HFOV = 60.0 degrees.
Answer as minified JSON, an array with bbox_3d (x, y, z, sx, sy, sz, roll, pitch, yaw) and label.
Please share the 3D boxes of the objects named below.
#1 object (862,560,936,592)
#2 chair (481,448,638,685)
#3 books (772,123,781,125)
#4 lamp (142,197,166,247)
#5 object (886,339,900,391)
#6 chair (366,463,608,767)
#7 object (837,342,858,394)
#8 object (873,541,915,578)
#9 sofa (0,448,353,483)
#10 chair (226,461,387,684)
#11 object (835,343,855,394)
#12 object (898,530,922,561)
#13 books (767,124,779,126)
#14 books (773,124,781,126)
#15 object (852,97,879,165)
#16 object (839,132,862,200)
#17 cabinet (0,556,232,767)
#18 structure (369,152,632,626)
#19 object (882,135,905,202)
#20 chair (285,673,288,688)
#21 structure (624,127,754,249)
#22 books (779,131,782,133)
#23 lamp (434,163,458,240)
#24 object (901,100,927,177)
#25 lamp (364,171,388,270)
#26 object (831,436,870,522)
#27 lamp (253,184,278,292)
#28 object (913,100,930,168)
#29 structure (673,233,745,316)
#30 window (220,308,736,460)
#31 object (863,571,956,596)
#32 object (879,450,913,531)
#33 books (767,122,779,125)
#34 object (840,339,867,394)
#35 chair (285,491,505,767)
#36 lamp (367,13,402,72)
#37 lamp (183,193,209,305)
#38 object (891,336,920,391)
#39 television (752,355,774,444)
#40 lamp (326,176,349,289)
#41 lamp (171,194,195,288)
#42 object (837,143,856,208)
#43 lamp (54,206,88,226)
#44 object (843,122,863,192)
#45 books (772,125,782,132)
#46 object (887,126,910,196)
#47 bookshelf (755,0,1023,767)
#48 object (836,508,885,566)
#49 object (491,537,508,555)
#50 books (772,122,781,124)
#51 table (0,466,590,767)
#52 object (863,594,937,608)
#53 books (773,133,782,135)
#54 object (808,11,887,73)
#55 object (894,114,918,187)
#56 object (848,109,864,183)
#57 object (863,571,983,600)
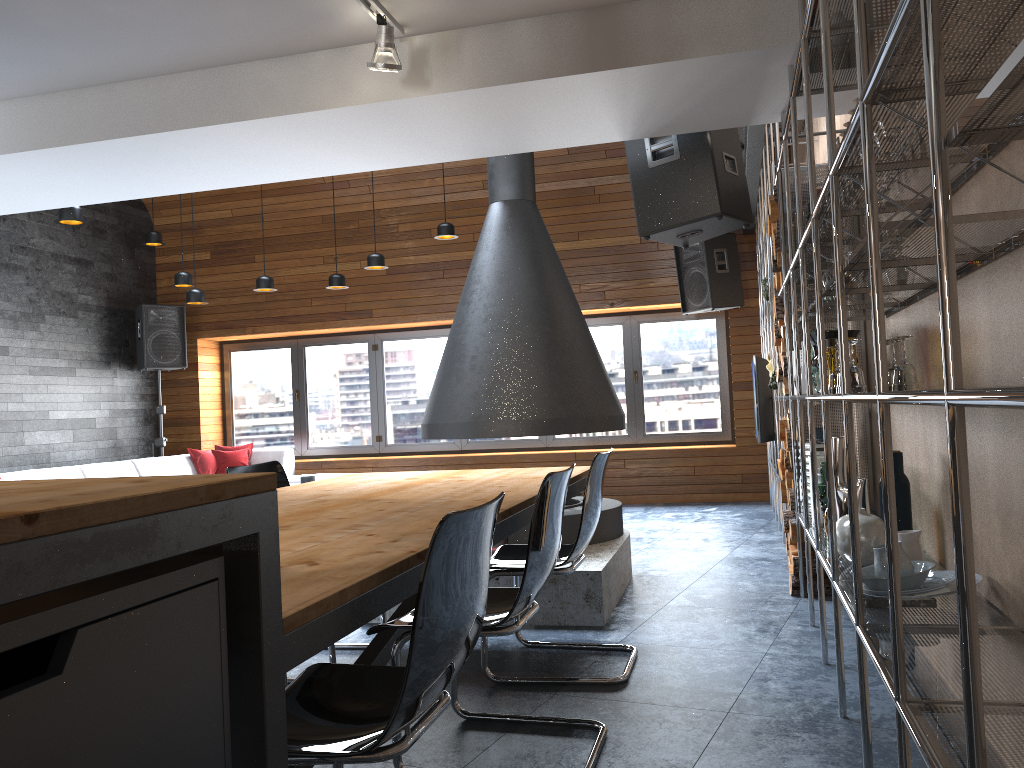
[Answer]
[{"bbox_3d":[1.054,0.535,2.448,0.215,0.080,0.217,-3,-2,22],"label":"object"},{"bbox_3d":[0.152,0.678,3.447,0.599,0.825,0.527,-3,-2,14],"label":"chair"},{"bbox_3d":[2.014,-2.116,6.883,0.133,0.218,0.051,-3,-2,14],"label":"books"},{"bbox_3d":[-3.453,-2.017,8.493,0.210,1.369,0.210,-1,-2,-38],"label":"lamp"},{"bbox_3d":[1.250,-0.061,2.907,0.081,0.170,0.081,-3,-2,10],"label":"object"},{"bbox_3d":[-0.059,0.665,2.608,0.599,0.825,0.527,-3,-2,14],"label":"chair"},{"bbox_3d":[1.124,-0.054,2.955,0.081,0.170,0.081,-3,-2,10],"label":"object"},{"bbox_3d":[1.055,0.502,2.449,0.101,0.136,0.098,-3,-2,-2],"label":"object"},{"bbox_3d":[-2.717,0.999,7.691,2.204,0.693,4.035,-3,-2,14],"label":"sofa"},{"bbox_3d":[-0.829,0.729,3.608,0.599,0.825,0.527,-3,-2,14],"label":"chair"},{"bbox_3d":[1.156,-0.052,3.061,0.081,0.170,0.081,-3,-2,10],"label":"object"},{"bbox_3d":[1.229,0.528,2.794,0.100,0.142,0.102,-3,-2,-6],"label":"object"},{"bbox_3d":[2.020,-2.106,6.894,0.126,0.197,0.047,-3,-2,14],"label":"books"},{"bbox_3d":[2.023,-2.111,6.911,0.123,0.203,0.054,-3,-2,14],"label":"books"},{"bbox_3d":[0.917,-0.641,2.291,0.060,0.191,0.060,-4,-2,40],"label":"object"},{"bbox_3d":[0.991,-0.636,2.583,0.060,0.191,0.060,-4,-2,40],"label":"object"},{"bbox_3d":[-0.719,0.646,0.874,0.578,0.828,0.696,-3,-2,14],"label":"cabinet"},{"bbox_3d":[-0.087,-1.708,5.048,1.197,5.701,1.689,-3,-2,14],"label":"structure"},{"bbox_3d":[1.143,-0.642,2.648,0.060,0.191,0.060,-4,-2,40],"label":"object"},{"bbox_3d":[-1.041,0.716,2.769,0.599,0.825,0.527,-3,-2,14],"label":"chair"},{"bbox_3d":[0.880,-1.085,4.417,0.506,0.744,0.460,-4,-2,40],"label":"structure"},{"bbox_3d":[2.099,-2.118,7.127,0.177,0.219,0.008,-3,-2,14],"label":"books"},{"bbox_3d":[-0.611,-2.061,7.763,0.210,1.565,0.210,-1,-2,-38],"label":"lamp"},{"bbox_3d":[1.067,-0.646,2.344,0.060,0.191,0.060,-4,-2,40],"label":"object"},{"bbox_3d":[-1.228,-1.965,7.755,0.210,1.911,0.210,-1,-2,-38],"label":"lamp"},{"bbox_3d":[1.218,0.400,3.180,0.129,0.420,0.129,-3,-2,18],"label":"object"},{"bbox_3d":[-2.243,-1.851,7.921,0.210,2.034,0.210,-1,-2,-38],"label":"lamp"},{"bbox_3d":[1.042,-0.648,2.246,0.060,0.191,0.060,-4,-2,40],"label":"object"},{"bbox_3d":[1.851,-1.024,8.274,0.488,0.735,0.461,-2,-2,-26],"label":"structure"},{"bbox_3d":[-0.585,0.054,9.737,5.936,1.522,0.101,-3,-2,14],"label":"window"},{"bbox_3d":[1.090,0.550,2.438,0.246,0.052,0.249,-3,-2,22],"label":"object"},{"bbox_3d":[1.321,0.415,3.053,0.099,0.372,0.099,-2,-2,-27],"label":"object"},{"bbox_3d":[2.023,-2.117,6.867,0.137,0.216,0.049,-3,-2,14],"label":"books"},{"bbox_3d":[1.082,-0.055,2.820,0.081,0.170,0.081,-4,-2,40],"label":"object"},{"bbox_3d":[-0.271,0.652,1.769,0.599,0.825,0.527,-3,-2,14],"label":"chair"},{"bbox_3d":[-0.473,-1.256,3.265,0.127,0.242,0.127,-3,-2,25],"label":"lamp"},{"bbox_3d":[-2.796,-1.833,7.726,0.210,2.273,0.210,-1,-2,-38],"label":"lamp"},{"bbox_3d":[1.227,-0.064,2.773,0.081,0.170,0.081,-4,-2,40],"label":"object"},{"bbox_3d":[1.950,0.117,6.917,0.115,0.638,1.075,-3,-2,14],"label":"television"},{"bbox_3d":[-1.655,-1.887,8.197,0.210,2.003,0.210,-1,-2,-38],"label":"lamp"},{"bbox_3d":[-2.976,-1.891,7.938,0.210,2.036,0.210,-1,-2,-38],"label":"lamp"},{"bbox_3d":[1.020,-0.634,2.698,0.060,0.191,0.060,-4,-2,40],"label":"object"},{"bbox_3d":[-3.106,-2.711,6.143,0.210,3.209,0.210,-4,-2,37],"label":"lamp"},{"bbox_3d":[0.967,-0.638,2.489,0.060,0.191,0.060,-4,-2,40],"label":"object"},{"bbox_3d":[2.070,-2.120,7.063,0.161,0.223,0.017,-3,-2,14],"label":"books"},{"bbox_3d":[1.121,-0.643,2.561,0.060,0.191,0.060,-4,-2,40],"label":"object"},{"bbox_3d":[1.129,-2.081,3.056,0.421,6.220,10.738,-3,-2,14],"label":"bookshelf"},{"bbox_3d":[1.173,0.512,2.980,0.177,0.189,0.177,-2,-2,-35],"label":"object"},{"bbox_3d":[-0.072,0.822,4.483,0.114,0.117,0.114,-3,-2,-1],"label":"object"},{"bbox_3d":[2.015,-2.103,6.853,0.120,0.188,0.048,-3,-2,14],"label":"books"},{"bbox_3d":[-0.913,0.616,1.250,1.185,0.928,5.998,-3,-2,14],"label":"table"},{"bbox_3d":[1.055,0.586,2.449,0.184,0.024,0.184,-3,-2,14],"label":"object"},{"bbox_3d":[2.097,-2.117,7.147,0.164,0.219,0.010,-3,-2,14],"label":"books"},{"bbox_3d":[1.168,-1.195,3.024,0.322,0.164,0.311,-3,-2,2],"label":"object"},{"bbox_3d":[1.094,-0.645,2.452,0.060,0.191,0.060,-1,-2,-40],"label":"object"},{"bbox_3d":[0.940,-0.639,2.381,0.060,0.191,0.060,-4,-2,40],"label":"object"},{"bbox_3d":[1.114,0.552,2.423,0.308,0.058,0.311,-3,-2,22],"label":"object"}]
